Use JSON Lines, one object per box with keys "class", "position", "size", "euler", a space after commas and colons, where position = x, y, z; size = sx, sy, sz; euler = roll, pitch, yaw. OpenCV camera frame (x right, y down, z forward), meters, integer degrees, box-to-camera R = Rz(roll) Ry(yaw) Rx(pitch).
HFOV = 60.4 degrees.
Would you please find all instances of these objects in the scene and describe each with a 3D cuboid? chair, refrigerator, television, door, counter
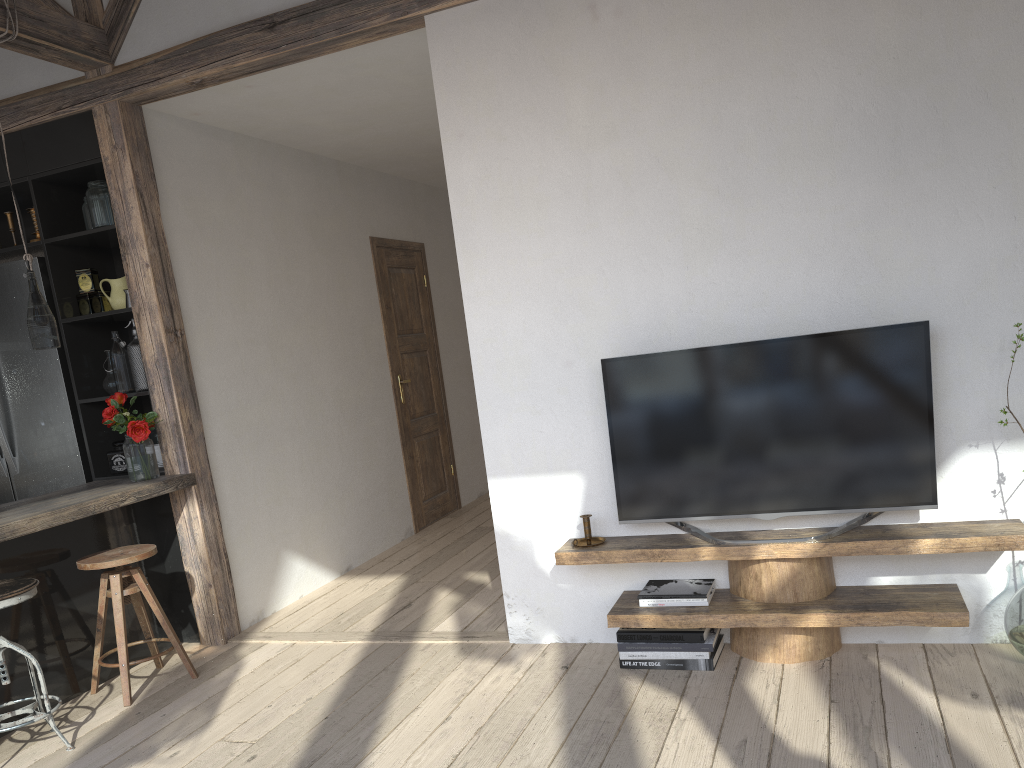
{"class": "chair", "position": [-1.634, 1.014, 3.775], "size": [0.341, 0.606, 0.335], "euler": [0, 11, 40]}
{"class": "chair", "position": [-1.854, 1.053, 3.209], "size": [0.349, 0.648, 0.352], "euler": [-13, 10, -35]}
{"class": "refrigerator", "position": [-2.442, 0.372, 4.812], "size": [0.946, 1.956, 0.833], "euler": [-4, 9, 21]}
{"class": "television", "position": [0.892, 0.200, 3.128], "size": [1.106, 0.719, 0.202], "euler": [-6, 9, 21]}
{"class": "door", "position": [-0.682, 0.001, 6.465], "size": [0.082, 2.108, 0.823], "euler": [-4, 10, 21]}
{"class": "counter", "position": [-3.122, 1.132, 2.862], "size": [2.249, 0.866, 3.745], "euler": [-6, 4, 21]}

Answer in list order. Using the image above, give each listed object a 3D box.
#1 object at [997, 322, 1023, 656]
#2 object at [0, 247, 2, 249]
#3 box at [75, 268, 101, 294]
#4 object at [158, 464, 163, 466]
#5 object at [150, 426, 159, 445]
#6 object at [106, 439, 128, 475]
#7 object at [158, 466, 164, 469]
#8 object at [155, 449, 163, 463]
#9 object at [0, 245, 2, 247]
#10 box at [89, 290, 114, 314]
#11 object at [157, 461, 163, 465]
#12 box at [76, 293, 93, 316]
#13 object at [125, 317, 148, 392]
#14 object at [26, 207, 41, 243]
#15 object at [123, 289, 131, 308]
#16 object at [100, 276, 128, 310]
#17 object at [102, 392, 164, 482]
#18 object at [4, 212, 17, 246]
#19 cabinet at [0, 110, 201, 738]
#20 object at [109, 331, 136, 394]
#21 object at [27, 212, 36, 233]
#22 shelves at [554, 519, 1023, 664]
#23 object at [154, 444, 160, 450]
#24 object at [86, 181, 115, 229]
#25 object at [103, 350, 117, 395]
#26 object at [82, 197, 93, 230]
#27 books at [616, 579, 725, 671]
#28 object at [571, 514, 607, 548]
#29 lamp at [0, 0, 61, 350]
{"class": "object", "position": [1.831, 0.342, 2.790], "size": [0.516, 1.140, 0.269], "euler": [-6, 9, 7]}
{"class": "object", "position": [-2.614, -0.661, 4.370], "size": [0.147, 0.026, 0.148], "euler": [-9, 4, -27]}
{"class": "box", "position": [-2.052, -0.498, 4.263], "size": [0.083, 0.115, 0.081], "euler": [-7, 7, 1]}
{"class": "object", "position": [-1.709, 0.397, 4.374], "size": [0.214, 0.025, 0.212], "euler": [-8, 3, -11]}
{"class": "object", "position": [-1.786, 0.313, 4.530], "size": [0.125, 0.210, 0.122], "euler": [-6, 8, 7]}
{"class": "object", "position": [-1.926, 0.359, 4.400], "size": [0.134, 0.168, 0.132], "euler": [-6, 7, 11]}
{"class": "object", "position": [-1.708, 0.405, 4.375], "size": [0.213, 0.025, 0.213], "euler": [-9, 3, -21]}
{"class": "object", "position": [-1.715, 0.357, 4.366], "size": [0.163, 0.086, 0.159], "euler": [-4, 5, 34]}
{"class": "object", "position": [-2.615, -0.672, 4.368], "size": [0.147, 0.026, 0.148], "euler": [-9, 4, -27]}
{"class": "box", "position": [-1.985, -0.392, 4.271], "size": [0.083, 0.115, 0.081], "euler": [-3, 9, 30]}
{"class": "object", "position": [-1.710, 0.389, 4.372], "size": [0.213, 0.025, 0.213], "euler": [-8, 3, -16]}
{"class": "box", "position": [-2.065, -0.384, 4.306], "size": [0.083, 0.115, 0.081], "euler": [-5, 8, 21]}
{"class": "object", "position": [-1.772, -0.141, 4.195], "size": [0.107, 0.356, 0.108], "euler": [-15, 12, -39]}
{"class": "object", "position": [-2.267, -0.762, 4.198], "size": [0.096, 0.175, 0.094], "euler": [-8, 8, -6]}
{"class": "object", "position": [-1.781, -0.404, 4.144], "size": [0.093, 0.098, 0.073], "euler": [-5, 8, 21]}
{"class": "object", "position": [-1.874, -0.434, 4.234], "size": [0.150, 0.173, 0.133], "euler": [-7, 7, 7]}
{"class": "object", "position": [-1.740, 0.239, 4.056], "size": [0.248, 0.422, 0.310], "euler": [-13, 9, -36]}
{"class": "object", "position": [-2.414, -0.743, 4.254], "size": [0.059, 0.170, 0.058], "euler": [-6, 9, 6]}
{"class": "cabinet", "position": [-3.224, 0.295, 2.931], "size": [2.099, 2.549, 4.138], "euler": [-5, 5, 21]}
{"class": "object", "position": [-1.898, -0.104, 4.266], "size": [0.086, 0.307, 0.084], "euler": [-5, 10, 12]}
{"class": "object", "position": [-2.317, -0.760, 4.291], "size": [0.061, 0.176, 0.062], "euler": [-15, 12, -40]}
{"class": "shelves", "position": [0.961, 0.780, 3.183], "size": [1.608, 0.459, 0.324], "euler": [-6, 7, 21]}
{"class": "object", "position": [-1.717, 0.339, 4.363], "size": [0.163, 0.086, 0.159], "euler": [-4, 5, 34]}
{"class": "object", "position": [-1.888, -0.822, 4.060], "size": [0.125, 0.210, 0.122], "euler": [-4, 9, 25]}
{"class": "object", "position": [-1.983, -0.058, 4.393], "size": [0.132, 0.224, 0.129], "euler": [-2, 10, 32]}
{"class": "object", "position": [-1.971, -0.800, 4.189], "size": [0.124, 0.175, 0.125], "euler": [-12, 9, -29]}
{"class": "books", "position": [0.600, 0.911, 3.343], "size": [0.361, 0.269, 0.285], "euler": [-5, 6, 21]}
{"class": "object", "position": [0.294, 0.567, 3.424], "size": [0.139, 0.114, 0.137], "euler": [-7, 6, 3]}
{"class": "lamp", "position": [-1.931, -0.818, 3.456], "size": [0.226, 1.366, 0.107], "euler": [-3, 10, 22]}
